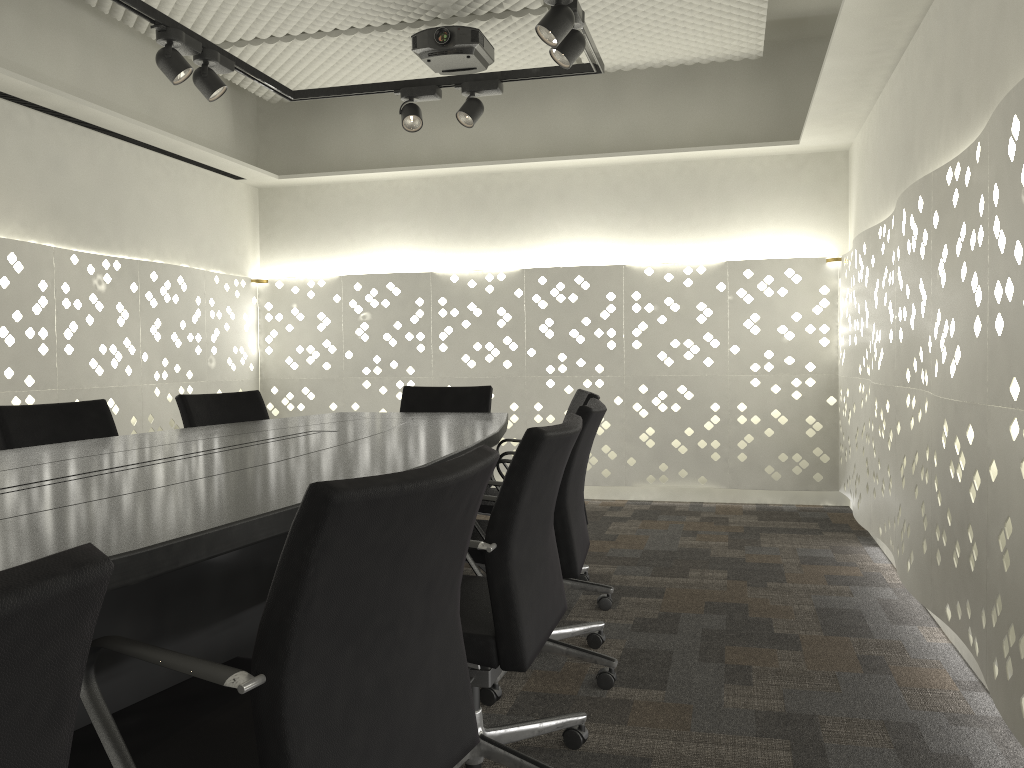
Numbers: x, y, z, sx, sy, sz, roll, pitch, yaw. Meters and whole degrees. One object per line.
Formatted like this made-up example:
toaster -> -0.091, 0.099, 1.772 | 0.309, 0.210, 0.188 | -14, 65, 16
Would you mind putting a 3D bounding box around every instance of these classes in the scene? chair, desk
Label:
chair -> -0.307, 0.473, 1.189 | 0.579, 0.757, 0.559 | 0, 2, 29
chair -> -0.109, 0.450, 1.834 | 0.579, 0.757, 0.559 | 0, 2, 19
chair -> -1.279, 0.435, 2.782 | 0.579, 0.757, 0.559 | 0, 2, 29
desk -> -0.773, 0.503, 2.040 | 1.223, 0.658, 3.364 | 0, 2, 14
chair -> -0.576, 0.497, 0.551 | 0.579, 0.757, 0.559 | 0, 2, 34
chair -> 0.066, 0.405, 3.175 | 0.579, 0.757, 0.559 | -1, 2, 4
chair -> 0.016, 0.428, 2.492 | 0.579, 0.757, 0.559 | 0, 2, 14
chair -> -0.970, 0.410, 3.452 | 0.579, 0.757, 0.559 | 0, 2, 34
chair -> -0.318, 0.392, 3.760 | 0.559, 0.757, 0.579 | 0, 2, 19

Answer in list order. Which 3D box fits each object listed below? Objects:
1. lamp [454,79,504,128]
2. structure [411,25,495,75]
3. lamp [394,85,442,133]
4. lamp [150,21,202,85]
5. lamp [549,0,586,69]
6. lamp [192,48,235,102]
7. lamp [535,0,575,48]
lamp -> -0.144, -1.223, 3.839 | 0.214, 0.224, 0.118 | -1, 2, 3
structure -> -0.272, -1.571, 4.184 | 0.327, 0.144, 0.371 | 0, 2, 14
lamp -> -0.422, -1.222, 3.898 | 0.213, 0.224, 0.126 | 0, 2, 17
lamp -> -1.207, -1.190, 3.207 | 0.126, 0.224, 0.213 | 0, 2, 17
lamp -> 0.184, -1.202, 3.039 | 0.126, 0.224, 0.213 | 0, 2, 17
lamp -> -1.153, -1.197, 3.424 | 0.126, 0.224, 0.213 | 0, 2, 17
lamp -> 0.130, -1.195, 2.823 | 0.126, 0.224, 0.213 | 0, 2, 17
